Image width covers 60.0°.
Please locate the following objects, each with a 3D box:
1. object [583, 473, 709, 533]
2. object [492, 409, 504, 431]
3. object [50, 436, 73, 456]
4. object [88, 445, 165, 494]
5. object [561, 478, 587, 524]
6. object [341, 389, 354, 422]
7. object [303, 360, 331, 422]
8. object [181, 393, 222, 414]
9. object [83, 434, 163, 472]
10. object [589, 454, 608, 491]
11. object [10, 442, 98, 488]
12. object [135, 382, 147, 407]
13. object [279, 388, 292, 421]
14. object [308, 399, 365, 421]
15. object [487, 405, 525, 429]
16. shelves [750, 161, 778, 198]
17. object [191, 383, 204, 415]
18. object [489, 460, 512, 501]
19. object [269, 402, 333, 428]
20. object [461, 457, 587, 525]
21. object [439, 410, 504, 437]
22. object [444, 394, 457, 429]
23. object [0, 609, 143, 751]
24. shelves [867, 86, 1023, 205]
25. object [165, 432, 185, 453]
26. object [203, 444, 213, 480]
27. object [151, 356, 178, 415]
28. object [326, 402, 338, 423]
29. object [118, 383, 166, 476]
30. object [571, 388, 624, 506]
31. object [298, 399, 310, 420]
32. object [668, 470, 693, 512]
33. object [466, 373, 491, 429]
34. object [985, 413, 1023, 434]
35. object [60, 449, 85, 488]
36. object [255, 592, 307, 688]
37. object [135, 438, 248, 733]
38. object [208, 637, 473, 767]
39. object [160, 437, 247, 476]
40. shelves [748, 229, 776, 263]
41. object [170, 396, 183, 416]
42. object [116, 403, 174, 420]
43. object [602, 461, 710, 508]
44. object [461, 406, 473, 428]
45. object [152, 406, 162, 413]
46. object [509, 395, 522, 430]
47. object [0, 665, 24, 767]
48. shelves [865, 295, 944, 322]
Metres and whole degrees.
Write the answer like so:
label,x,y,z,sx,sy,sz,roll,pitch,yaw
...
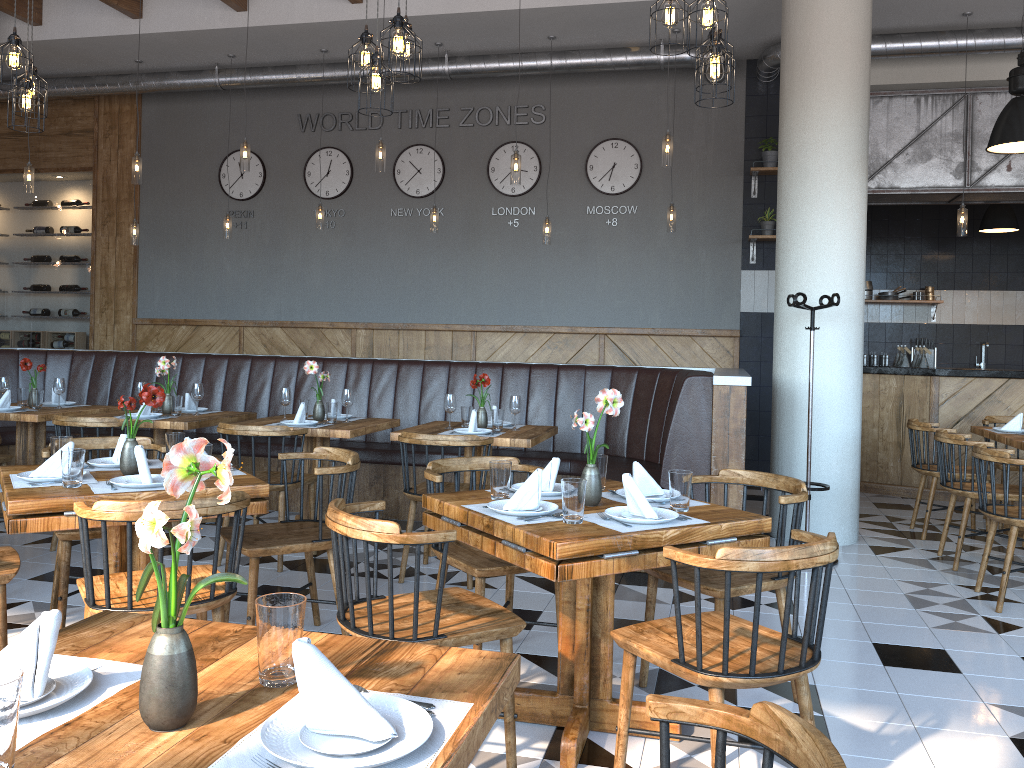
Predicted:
label,x,y,z,sx,sy,sz,roll,pitch,yaw
object,0.405,0.359,2.801,0.352,0.137,0.272,0,3,-32
object,-0.088,0.223,5.443,0.080,0.132,0.080,1,1,-2
object,-1.784,0.276,3.503,0.080,0.132,0.080,2,1,18
object,-1.339,0.297,3.219,0.352,0.137,0.272,0,3,-32
object,0.188,0.360,2.720,0.080,0.132,0.080,1,1,-12
object,-1.077,0.141,5.796,0.081,0.215,0.081,1,1,-23
object,-1.281,0.044,5.797,0.146,0.400,0.206,2,1,16
object,-2.277,0.128,6.294,0.352,0.137,0.272,2,2,13
object,-1.624,0.269,3.669,0.352,0.137,0.272,0,3,-32
object,0.319,0.334,3.326,0.080,0.132,0.080,1,1,-22
object,-1.708,0.285,3.300,0.272,0.137,0.352,0,3,-31
object,-2.523,0.096,6.027,0.081,0.215,0.081,1,1,5
object,-1.479,0.132,5.779,0.081,0.215,0.081,1,1,-23
object,-1.198,0.166,6.038,0.352,0.137,0.272,2,2,13
object,-0.106,0.204,5.779,0.352,0.137,0.272,2,2,13
shelves,2.688,-1.914,8.262,0.904,0.297,0.247,2,1,13
object,-2.148,0.103,6.051,0.081,0.215,0.081,2,1,44
object,-0.041,0.337,3.090,0.080,0.132,0.080,1,1,-22
object,-1.328,0.187,5.529,0.352,0.137,0.272,2,2,13
object,0.106,0.339,3.060,0.577,0.137,0.582,0,3,-32
object,-0.236,0.225,5.270,0.352,0.137,0.272,2,2,13
object,-0.386,0.171,5.520,0.081,0.215,0.081,2,1,22
object,-0.748,0.402,1.325,0.272,0.137,0.352,2,2,13
shelves,6.129,-1.747,7.939,5.865,1.795,0.682,2,1,13
object,-1.423,0.273,3.740,0.080,0.132,0.080,2,1,18
object,-1.182,0.296,3.372,0.080,0.132,0.080,2,1,28
object,-2.356,0.007,6.024,0.207,0.400,0.146,2,1,21
object,-1.159,0.185,5.697,0.080,0.132,0.080,2,1,18
object,-1.442,0.175,3.448,0.171,0.355,0.156,1,1,-21
object,0.291,0.215,3.009,0.146,0.400,0.206,2,1,33
object,-1.384,0.171,5.880,0.080,0.132,0.080,2,1,13
object,0.561,0.358,2.958,0.080,0.132,0.080,1,1,-12
object,-0.204,0.106,5.492,0.156,0.355,0.171,2,1,16
object,3.514,0.268,6.234,0.272,0.137,0.352,2,2,13
object,-1.554,0.299,3.134,0.080,0.132,0.080,2,1,18
object,-0.370,0.410,1.414,0.080,0.132,0.080,1,1,-2
object,-0.458,0.281,1.257,0.146,0.400,0.207,1,1,-23
object,-0.228,0.420,1.208,0.272,0.137,0.352,2,2,13
object,-1.255,0.282,3.588,0.272,0.137,0.352,0,3,-31
shelves,2.673,-1.285,8.265,0.904,0.297,0.247,2,1,13
object,-2.255,0.147,5.958,0.080,0.132,0.080,1,1,-2
object,-2.407,0.149,5.785,0.352,0.137,0.272,2,2,13
object,0.490,0.343,3.171,0.272,0.137,0.352,0,3,-31
object,-0.287,0.210,5.619,0.080,0.132,0.080,2,1,13
object,-2.455,0.134,6.134,0.080,0.132,0.080,2,1,13
object,0.019,0.180,5.536,0.081,0.215,0.081,1,1,-18
object,-0.636,0.420,1.070,0.080,0.132,0.080,1,1,-2
shelves,4.552,-0.905,10.582,1.041,0.297,0.300,2,2,13
